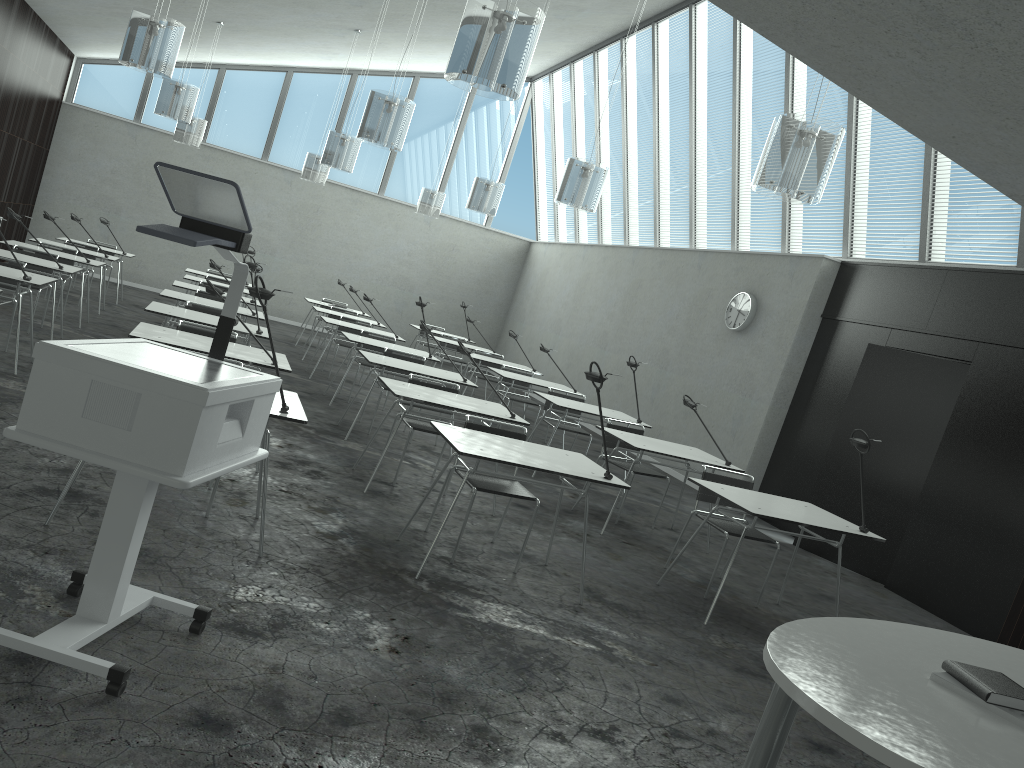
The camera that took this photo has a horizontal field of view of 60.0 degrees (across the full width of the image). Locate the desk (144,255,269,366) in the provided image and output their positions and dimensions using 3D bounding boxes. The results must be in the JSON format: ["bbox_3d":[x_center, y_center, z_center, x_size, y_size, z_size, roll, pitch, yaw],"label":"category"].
[{"bbox_3d":[-2.287,-0.485,6.698,0.900,1.321,0.700,15,6,-20],"label":"desk"}]

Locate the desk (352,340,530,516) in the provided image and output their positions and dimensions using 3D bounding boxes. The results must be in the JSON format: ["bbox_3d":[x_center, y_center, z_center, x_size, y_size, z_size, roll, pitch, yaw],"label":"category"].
[{"bbox_3d":[-0.433,0.249,5.828,0.900,1.153,0.700,15,6,-20],"label":"desk"}]

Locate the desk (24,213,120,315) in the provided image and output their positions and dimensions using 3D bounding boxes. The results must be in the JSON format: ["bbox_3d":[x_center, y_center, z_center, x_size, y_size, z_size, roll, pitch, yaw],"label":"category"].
[{"bbox_3d":[-5.058,-1.591,10.224,0.900,1.153,0.700,15,6,-21],"label":"desk"}]

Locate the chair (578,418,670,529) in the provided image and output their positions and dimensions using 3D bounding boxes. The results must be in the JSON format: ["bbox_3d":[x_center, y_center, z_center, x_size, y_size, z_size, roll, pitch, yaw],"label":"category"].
[{"bbox_3d":[0.891,0.750,6.786,0.428,0.765,0.555,13,7,-32],"label":"chair"}]

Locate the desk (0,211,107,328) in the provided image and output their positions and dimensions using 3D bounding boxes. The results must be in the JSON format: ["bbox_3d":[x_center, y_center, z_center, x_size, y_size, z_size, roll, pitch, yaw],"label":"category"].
[{"bbox_3d":[-4.617,-1.322,8.886,0.900,1.153,0.700,15,6,-20],"label":"desk"}]

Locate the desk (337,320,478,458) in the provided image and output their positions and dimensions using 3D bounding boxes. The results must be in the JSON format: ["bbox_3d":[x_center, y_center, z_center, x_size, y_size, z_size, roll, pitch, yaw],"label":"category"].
[{"bbox_3d":[-0.814,-0.010,7.239,0.900,1.153,0.700,15,6,-19],"label":"desk"}]

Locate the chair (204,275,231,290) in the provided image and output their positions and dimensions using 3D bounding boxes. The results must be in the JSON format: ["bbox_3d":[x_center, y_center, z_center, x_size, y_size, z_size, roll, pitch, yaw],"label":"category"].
[{"bbox_3d":[-3.721,-1.080,11.125,0.428,0.765,0.555,14,6,-26],"label":"chair"}]

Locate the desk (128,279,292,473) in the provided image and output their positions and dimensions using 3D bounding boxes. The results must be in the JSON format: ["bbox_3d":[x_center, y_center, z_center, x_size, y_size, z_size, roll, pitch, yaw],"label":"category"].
[{"bbox_3d":[-1.829,-0.120,5.333,0.900,1.153,0.700,15,6,-20],"label":"desk"}]

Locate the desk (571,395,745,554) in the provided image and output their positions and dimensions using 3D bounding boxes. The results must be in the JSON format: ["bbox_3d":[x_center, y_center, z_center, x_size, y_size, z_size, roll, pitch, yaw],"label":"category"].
[{"bbox_3d":[1.090,0.646,6.416,0.900,1.153,0.700,15,6,-20],"label":"desk"}]

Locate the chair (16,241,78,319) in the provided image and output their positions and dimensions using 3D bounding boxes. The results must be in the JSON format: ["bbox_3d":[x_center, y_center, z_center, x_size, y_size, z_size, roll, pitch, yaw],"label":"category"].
[{"bbox_3d":[-4.789,-1.198,9.138,0.428,0.765,0.555,14,6,-23],"label":"chair"}]

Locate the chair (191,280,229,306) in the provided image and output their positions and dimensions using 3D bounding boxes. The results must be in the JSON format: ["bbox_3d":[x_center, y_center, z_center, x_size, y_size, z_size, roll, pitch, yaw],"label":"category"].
[{"bbox_3d":[-3.344,-0.832,9.809,0.428,0.765,0.555,14,6,-24],"label":"chair"}]

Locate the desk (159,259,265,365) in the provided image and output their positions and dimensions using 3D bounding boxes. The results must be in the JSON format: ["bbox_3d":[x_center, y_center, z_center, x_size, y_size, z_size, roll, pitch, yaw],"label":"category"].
[{"bbox_3d":[-2.740,-0.671,8.046,0.900,1.153,0.700,15,6,-20],"label":"desk"}]

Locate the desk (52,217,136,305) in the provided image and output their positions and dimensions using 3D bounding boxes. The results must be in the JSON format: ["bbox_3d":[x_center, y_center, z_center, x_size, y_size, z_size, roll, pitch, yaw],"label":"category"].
[{"bbox_3d":[-5.468,-1.857,11.621,0.900,1.153,0.700,15,6,-20],"label":"desk"}]

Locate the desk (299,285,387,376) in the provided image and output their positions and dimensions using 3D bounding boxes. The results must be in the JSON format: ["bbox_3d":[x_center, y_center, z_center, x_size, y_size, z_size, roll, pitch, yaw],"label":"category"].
[{"bbox_3d":[-2.119,-0.822,11.339,0.900,1.153,0.700,15,6,-19],"label":"desk"}]

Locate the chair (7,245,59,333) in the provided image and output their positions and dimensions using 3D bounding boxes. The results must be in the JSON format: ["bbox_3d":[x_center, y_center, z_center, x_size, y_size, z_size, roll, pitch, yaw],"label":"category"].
[{"bbox_3d":[-4.384,-0.952,7.930,0.428,0.765,0.555,15,6,-21],"label":"chair"}]

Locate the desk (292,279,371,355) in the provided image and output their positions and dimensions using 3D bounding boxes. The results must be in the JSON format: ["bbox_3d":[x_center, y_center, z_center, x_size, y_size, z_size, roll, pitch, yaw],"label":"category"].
[{"bbox_3d":[-2.537,-1.086,12.697,0.900,1.153,0.700,15,6,-20],"label":"desk"}]

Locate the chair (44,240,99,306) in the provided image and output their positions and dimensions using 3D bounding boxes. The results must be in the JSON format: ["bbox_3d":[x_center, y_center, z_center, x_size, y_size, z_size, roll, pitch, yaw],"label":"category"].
[{"bbox_3d":[-5.232,-1.476,10.555,0.428,0.765,0.555,15,6,-21],"label":"chair"}]

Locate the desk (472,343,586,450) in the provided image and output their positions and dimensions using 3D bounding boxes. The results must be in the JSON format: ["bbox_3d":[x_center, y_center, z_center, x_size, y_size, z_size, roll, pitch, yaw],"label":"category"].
[{"bbox_3d":[0.202,0.103,9.122,0.900,1.153,0.700,15,6,-19],"label":"desk"}]

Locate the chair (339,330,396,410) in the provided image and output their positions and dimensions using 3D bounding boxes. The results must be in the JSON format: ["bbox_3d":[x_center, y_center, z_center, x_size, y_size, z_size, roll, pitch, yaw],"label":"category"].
[{"bbox_3d":[-1.415,-0.167,8.975,0.428,0.765,0.555,15,6,-20],"label":"chair"}]

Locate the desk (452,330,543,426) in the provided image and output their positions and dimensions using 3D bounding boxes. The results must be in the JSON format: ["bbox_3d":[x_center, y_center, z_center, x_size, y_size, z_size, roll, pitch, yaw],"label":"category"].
[{"bbox_3d":[-0.180,-0.154,10.509,0.900,1.153,0.700,15,6,-20],"label":"desk"}]

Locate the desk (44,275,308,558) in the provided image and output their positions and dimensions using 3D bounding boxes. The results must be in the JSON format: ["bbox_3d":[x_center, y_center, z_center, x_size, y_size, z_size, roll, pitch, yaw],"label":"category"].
[{"bbox_3d":[-1.398,0.062,3.961,0.900,1.321,0.700,15,6,-20],"label":"desk"}]

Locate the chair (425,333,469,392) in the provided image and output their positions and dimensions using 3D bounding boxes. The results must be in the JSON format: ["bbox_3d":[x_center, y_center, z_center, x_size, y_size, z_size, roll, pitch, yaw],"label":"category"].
[{"bbox_3d":[-0.853,-0.335,12.268,0.428,0.765,0.555,15,6,-20],"label":"chair"}]

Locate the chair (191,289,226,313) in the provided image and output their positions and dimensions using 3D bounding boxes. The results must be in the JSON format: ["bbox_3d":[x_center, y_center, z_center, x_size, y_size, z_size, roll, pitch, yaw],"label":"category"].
[{"bbox_3d":[-2.919,-0.566,8.459,0.428,0.765,0.555,15,6,-20],"label":"chair"}]

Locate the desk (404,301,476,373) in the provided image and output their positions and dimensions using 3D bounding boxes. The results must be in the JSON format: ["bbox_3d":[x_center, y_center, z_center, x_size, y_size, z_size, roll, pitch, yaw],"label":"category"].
[{"bbox_3d":[-1.056,-0.783,13.228,0.900,1.321,0.700,15,6,-20],"label":"desk"}]

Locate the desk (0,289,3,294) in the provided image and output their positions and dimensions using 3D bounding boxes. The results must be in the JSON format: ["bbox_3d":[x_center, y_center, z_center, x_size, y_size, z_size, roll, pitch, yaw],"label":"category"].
[{"bbox_3d":[-3.322,-0.600,4.774,0.900,1.321,0.700,15,6,-21],"label":"desk"}]

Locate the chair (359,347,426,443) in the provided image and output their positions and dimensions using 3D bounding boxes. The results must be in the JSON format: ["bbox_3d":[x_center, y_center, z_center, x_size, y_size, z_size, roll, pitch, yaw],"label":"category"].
[{"bbox_3d":[-0.989,0.096,7.653,0.428,0.765,0.555,15,6,-18],"label":"chair"}]

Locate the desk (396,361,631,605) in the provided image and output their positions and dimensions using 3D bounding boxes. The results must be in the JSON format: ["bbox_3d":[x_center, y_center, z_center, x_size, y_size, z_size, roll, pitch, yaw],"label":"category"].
[{"bbox_3d":[0.059,0.444,4.507,0.900,1.321,0.700,15,6,-19],"label":"desk"}]

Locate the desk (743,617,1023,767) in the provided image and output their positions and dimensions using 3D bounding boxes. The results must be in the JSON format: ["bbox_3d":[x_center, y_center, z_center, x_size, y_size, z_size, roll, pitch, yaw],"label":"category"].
[{"bbox_3d":[1.172,1.270,2.281,1.600,0.818,0.910,14,6,-25],"label":"desk"}]

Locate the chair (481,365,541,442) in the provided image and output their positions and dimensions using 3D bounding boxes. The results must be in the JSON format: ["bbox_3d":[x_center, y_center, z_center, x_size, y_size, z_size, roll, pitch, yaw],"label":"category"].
[{"bbox_3d":[0.038,0.220,9.458,0.428,0.765,0.555,15,6,-21],"label":"chair"}]

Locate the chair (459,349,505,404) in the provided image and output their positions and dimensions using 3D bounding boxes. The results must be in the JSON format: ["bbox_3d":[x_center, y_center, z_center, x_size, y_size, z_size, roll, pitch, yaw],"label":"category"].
[{"bbox_3d":[-0.327,-0.031,10.838,0.428,0.765,0.555,15,6,-16],"label":"chair"}]

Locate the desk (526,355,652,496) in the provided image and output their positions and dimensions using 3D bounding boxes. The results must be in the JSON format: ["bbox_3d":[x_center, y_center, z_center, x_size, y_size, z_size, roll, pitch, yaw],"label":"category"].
[{"bbox_3d":[0.681,0.297,7.771,0.900,1.321,0.700,15,6,-19],"label":"desk"}]

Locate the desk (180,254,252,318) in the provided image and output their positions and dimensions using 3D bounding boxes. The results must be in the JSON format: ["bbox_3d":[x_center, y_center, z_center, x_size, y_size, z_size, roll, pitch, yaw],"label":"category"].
[{"bbox_3d":[-4.009,-1.559,12.132,0.900,1.321,0.700,15,6,-20],"label":"desk"}]

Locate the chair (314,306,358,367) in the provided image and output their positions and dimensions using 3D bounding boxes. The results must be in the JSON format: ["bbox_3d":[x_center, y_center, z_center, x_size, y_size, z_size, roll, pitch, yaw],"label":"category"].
[{"bbox_3d":[-2.272,-0.696,11.632,0.428,0.765,0.555,15,6,-19],"label":"chair"}]

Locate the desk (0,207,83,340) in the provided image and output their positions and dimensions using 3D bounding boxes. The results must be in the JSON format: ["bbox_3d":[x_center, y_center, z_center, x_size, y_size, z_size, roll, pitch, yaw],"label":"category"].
[{"bbox_3d":[-4.198,-1.056,7.520,0.900,1.153,0.700,15,6,-21],"label":"desk"}]

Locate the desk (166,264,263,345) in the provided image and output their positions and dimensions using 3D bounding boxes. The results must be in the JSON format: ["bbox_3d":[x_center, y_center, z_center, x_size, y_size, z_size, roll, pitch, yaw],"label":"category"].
[{"bbox_3d":[-3.155,-0.935,9.400,0.900,1.153,0.700,15,6,-21],"label":"desk"}]

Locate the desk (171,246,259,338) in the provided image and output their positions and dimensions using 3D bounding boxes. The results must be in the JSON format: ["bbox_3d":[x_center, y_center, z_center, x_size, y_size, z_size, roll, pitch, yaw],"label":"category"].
[{"bbox_3d":[-3.529,-1.277,10.783,0.900,1.321,0.700,15,6,-20],"label":"desk"}]

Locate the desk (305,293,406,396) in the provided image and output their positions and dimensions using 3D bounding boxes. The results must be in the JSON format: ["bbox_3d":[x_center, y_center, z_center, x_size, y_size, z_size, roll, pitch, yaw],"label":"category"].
[{"bbox_3d":[-1.714,-0.558,9.950,0.900,1.153,0.700,15,6,-20],"label":"desk"}]

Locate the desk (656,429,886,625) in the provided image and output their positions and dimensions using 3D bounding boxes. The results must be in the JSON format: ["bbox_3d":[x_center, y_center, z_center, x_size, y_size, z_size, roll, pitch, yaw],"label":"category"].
[{"bbox_3d":[1.519,0.831,5.013,0.900,1.321,0.700,15,6,-20],"label":"desk"}]

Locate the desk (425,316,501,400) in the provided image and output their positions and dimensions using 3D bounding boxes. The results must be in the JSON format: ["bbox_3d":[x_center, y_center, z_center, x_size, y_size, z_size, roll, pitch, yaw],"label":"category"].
[{"bbox_3d":[-0.674,-0.440,11.855,0.900,1.153,0.700,15,6,-20],"label":"desk"}]

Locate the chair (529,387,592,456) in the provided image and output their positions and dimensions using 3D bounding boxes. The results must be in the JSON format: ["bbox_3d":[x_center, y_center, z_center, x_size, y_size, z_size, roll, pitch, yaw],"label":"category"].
[{"bbox_3d":[0.467,0.483,8.154,0.428,0.765,0.555,15,6,-16],"label":"chair"}]

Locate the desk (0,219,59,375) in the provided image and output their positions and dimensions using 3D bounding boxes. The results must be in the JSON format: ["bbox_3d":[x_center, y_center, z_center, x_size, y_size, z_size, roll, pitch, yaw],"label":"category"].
[{"bbox_3d":[-3.731,-0.777,6.161,0.900,1.153,0.700,15,6,-20],"label":"desk"}]

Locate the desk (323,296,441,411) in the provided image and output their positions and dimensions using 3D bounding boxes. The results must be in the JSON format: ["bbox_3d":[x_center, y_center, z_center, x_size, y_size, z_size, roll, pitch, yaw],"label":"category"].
[{"bbox_3d":[-1.196,-0.352,8.595,0.900,1.321,0.700,15,6,-20],"label":"desk"}]

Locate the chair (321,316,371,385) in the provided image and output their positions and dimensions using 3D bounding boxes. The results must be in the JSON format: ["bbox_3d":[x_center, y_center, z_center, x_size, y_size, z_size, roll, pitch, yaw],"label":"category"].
[{"bbox_3d":[-1.880,-0.441,10.284,0.428,0.765,0.555,15,6,-20],"label":"chair"}]
